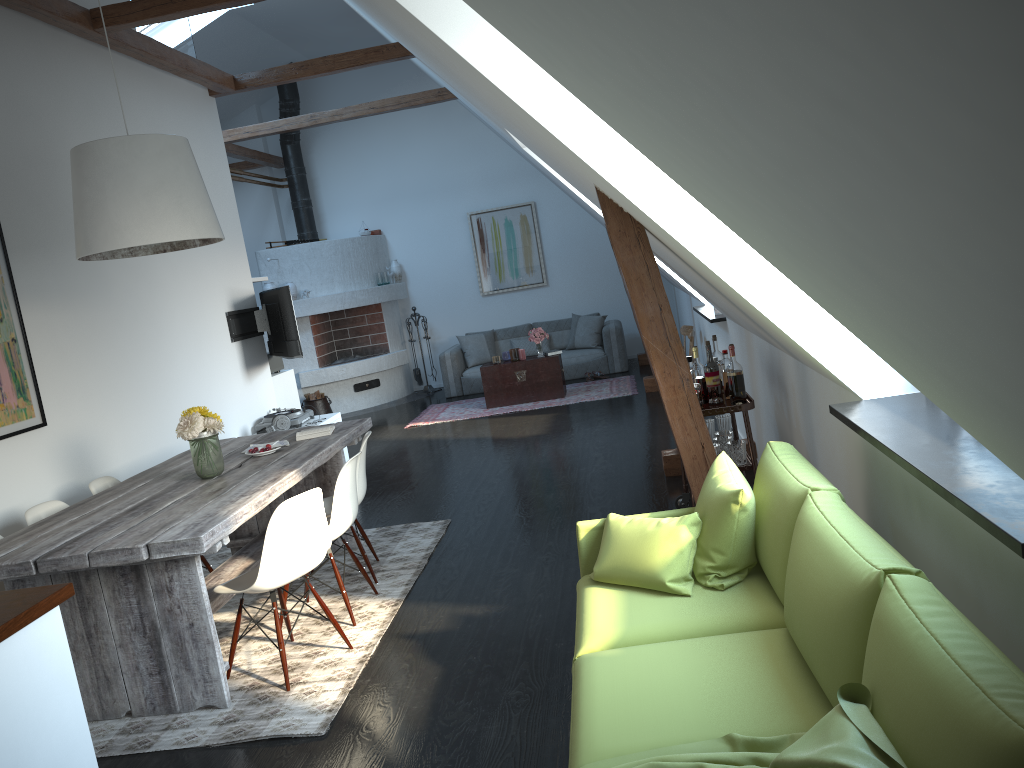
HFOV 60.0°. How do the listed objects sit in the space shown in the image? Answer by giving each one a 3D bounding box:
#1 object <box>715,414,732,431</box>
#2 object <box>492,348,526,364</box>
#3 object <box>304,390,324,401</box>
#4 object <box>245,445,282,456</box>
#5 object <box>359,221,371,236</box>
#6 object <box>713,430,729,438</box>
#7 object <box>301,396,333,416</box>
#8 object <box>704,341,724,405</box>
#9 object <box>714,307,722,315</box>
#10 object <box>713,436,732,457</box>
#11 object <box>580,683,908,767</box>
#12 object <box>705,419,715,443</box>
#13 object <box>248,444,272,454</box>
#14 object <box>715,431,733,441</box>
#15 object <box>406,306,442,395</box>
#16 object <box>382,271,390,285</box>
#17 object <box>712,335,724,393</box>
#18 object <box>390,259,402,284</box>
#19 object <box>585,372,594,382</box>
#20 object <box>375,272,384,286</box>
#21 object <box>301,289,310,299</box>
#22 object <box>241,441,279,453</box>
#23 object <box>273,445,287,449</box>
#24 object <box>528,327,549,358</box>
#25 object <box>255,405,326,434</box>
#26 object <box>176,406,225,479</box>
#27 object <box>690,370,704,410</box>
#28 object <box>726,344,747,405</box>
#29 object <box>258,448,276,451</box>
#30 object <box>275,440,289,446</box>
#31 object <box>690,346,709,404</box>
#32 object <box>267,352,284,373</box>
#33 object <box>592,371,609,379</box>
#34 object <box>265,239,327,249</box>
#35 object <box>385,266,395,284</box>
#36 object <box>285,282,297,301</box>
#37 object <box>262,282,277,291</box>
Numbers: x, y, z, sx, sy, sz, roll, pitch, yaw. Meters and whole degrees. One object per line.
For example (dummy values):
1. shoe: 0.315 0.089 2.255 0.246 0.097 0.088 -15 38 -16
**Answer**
1. object: 1.207 0.255 5.025 0.087 0.155 0.087 -12 8 -20
2. object: -0.019 -0.338 10.382 0.413 0.138 0.215 -7 8 19
3. object: -2.564 0.262 11.535 0.240 0.370 0.270 -9 8 7
4. object: -1.381 0.375 4.939 0.205 0.024 0.205 -10 8 0
5. object: -2.074 -2.182 12.453 0.066 0.221 0.231 -4 10 38
6. object: 1.159 0.312 4.870 0.092 0.099 0.092 -11 8 -15
7. object: -2.536 0.339 11.562 0.384 0.313 0.384 -4 9 34
8. object: 1.034 -0.061 4.588 0.080 0.329 0.080 -10 8 -2
9. object: 1.539 -0.760 6.817 0.309 0.461 0.131 -6 8 26
10. object: 1.111 0.339 4.648 0.095 0.119 0.095 -14 9 -30
11. object: 0.390 0.887 1.683 0.722 0.493 0.711 -9 8 3
12. object: 1.099 0.281 4.965 0.087 0.155 0.087 -12 8 -20
13. object: -1.397 0.366 4.929 0.132 0.034 0.144 -12 8 -20
14. object: 1.146 0.318 4.763 0.095 0.119 0.095 -14 9 -30
15. object: -1.293 -0.491 12.646 0.376 1.245 0.376 -11 8 -12
16. object: -1.766 -1.479 12.408 0.092 0.180 0.092 -5 9 30
17. object: 1.132 -0.111 4.878 0.073 0.320 0.073 -10 8 -2
18. object: -1.658 -1.598 12.709 0.165 0.368 0.165 -12 8 -20
19. object: 0.970 -0.093 11.214 0.101 0.090 0.277 -10 8 -4
20. object: -1.828 -1.449 12.262 0.092 0.180 0.092 -4 9 35
21. object: -2.694 -1.183 11.609 0.161 0.114 0.064 -8 8 10
22. object: -1.461 0.363 5.146 0.182 0.016 0.179 -9 8 2
23. object: -1.329 0.355 4.937 0.194 0.022 0.019 -6 8 23
24. object: 0.307 -0.490 10.290 0.234 0.351 0.235 -14 9 -32
25. object: -1.959 0.302 7.792 0.558 0.162 0.742 -9 8 5
26. object: -1.560 0.291 4.472 0.233 0.365 0.293 -12 8 -21
27. object: 0.895 0.038 4.463 0.101 0.211 0.101 -6 8 22
28. object: 1.128 -0.051 4.486 0.081 0.308 0.081 -10 8 -1
29. object: -1.366 0.368 4.938 0.110 0.011 0.058 -8 8 11
30. object: -1.380 0.354 5.120 0.182 0.014 0.185 -12 8 -18
31. object: 0.979 -0.048 4.658 0.081 0.307 0.081 -8 8 13
32. object: -2.512 -0.166 8.606 0.435 0.211 0.496 -9 8 7
33. object: 1.128 -0.121 11.226 0.101 0.090 0.277 -15 9 -35
34. object: -2.863 -1.892 11.779 0.783 0.094 0.311 -10 8 -7
35. object: -1.715 -1.543 12.540 0.081 0.258 0.150 -3 10 41
36. object: -2.879 -1.193 11.562 0.158 0.274 0.158 -17 10 -43
37. object: -3.140 -1.169 11.561 0.203 0.314 0.203 -11 8 -8
